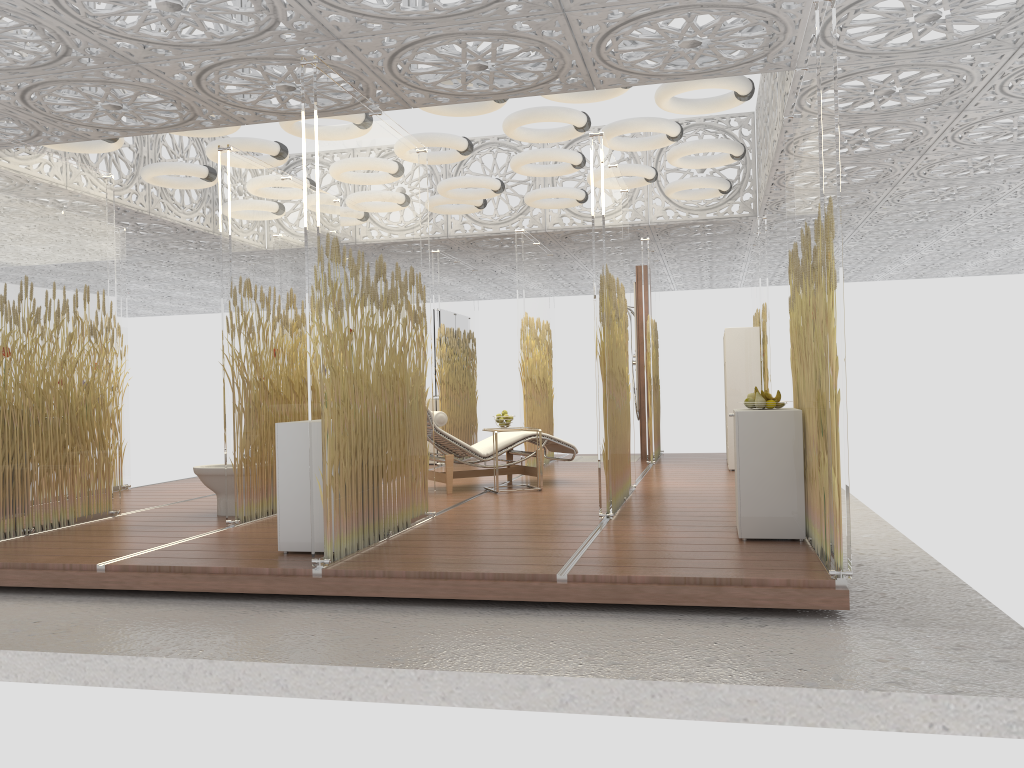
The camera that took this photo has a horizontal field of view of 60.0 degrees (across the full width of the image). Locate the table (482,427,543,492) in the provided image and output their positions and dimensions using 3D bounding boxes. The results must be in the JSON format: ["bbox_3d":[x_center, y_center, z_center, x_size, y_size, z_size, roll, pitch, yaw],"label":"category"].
[{"bbox_3d":[0.001,0.660,7.844,0.420,0.535,0.420,-1,-1,-17],"label":"table"}]

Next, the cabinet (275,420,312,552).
[{"bbox_3d":[-1.069,0.569,5.175,0.358,0.712,0.595,-2,-1,13],"label":"cabinet"}]

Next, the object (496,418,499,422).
[{"bbox_3d":[-0.124,0.321,7.856,0.040,0.040,0.039,-1,-1,4],"label":"object"}]

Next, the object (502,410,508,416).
[{"bbox_3d":[-0.065,0.258,7.871,0.055,0.056,0.055,-2,-1,13],"label":"object"}]

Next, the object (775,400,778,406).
[{"bbox_3d":[1.544,0.101,5.269,0.030,0.090,0.195,-1,-1,-3],"label":"object"}]

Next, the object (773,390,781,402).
[{"bbox_3d":[1.566,0.075,5.277,0.051,0.079,0.186,-1,-1,-9],"label":"object"}]

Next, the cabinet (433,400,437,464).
[{"bbox_3d":[-1.076,0.593,11.250,0.549,0.782,0.643,-2,-1,13],"label":"cabinet"}]

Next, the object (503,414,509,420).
[{"bbox_3d":[-0.052,0.294,7.835,0.055,0.054,0.050,-1,-1,-18],"label":"object"}]

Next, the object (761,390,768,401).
[{"bbox_3d":[1.507,0.076,5.270,0.032,0.085,0.186,-2,-1,24],"label":"object"}]

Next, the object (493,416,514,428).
[{"bbox_3d":[-0.069,0.338,7.877,0.206,0.105,0.206,-1,-1,-32],"label":"object"}]

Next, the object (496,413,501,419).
[{"bbox_3d":[-0.117,0.283,7.839,0.047,0.045,0.047,-2,-1,13],"label":"object"}]

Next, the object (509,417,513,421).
[{"bbox_3d":[-0.015,0.306,7.876,0.055,0.048,0.054,-1,-1,6],"label":"object"}]

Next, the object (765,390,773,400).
[{"bbox_3d":[1.522,0.067,5.252,0.045,0.064,0.202,-2,-1,16],"label":"object"}]

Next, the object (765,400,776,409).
[{"bbox_3d":[1.508,0.120,5.174,0.055,0.055,0.066,-1,-1,-29],"label":"object"}]

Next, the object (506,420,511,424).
[{"bbox_3d":[-0.032,0.335,7.838,0.045,0.042,0.045,-1,-1,7],"label":"object"}]

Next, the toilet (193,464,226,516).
[{"bbox_3d":[-2.118,0.741,6.743,0.611,0.506,0.401,-2,-1,13],"label":"toilet"}]

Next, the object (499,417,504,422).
[{"bbox_3d":[-0.094,0.317,7.824,0.047,0.045,0.047,-2,-1,17],"label":"object"}]

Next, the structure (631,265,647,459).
[{"bbox_3d":[1.456,-0.265,11.125,0.624,2.402,0.433,-1,-1,-1],"label":"structure"}]

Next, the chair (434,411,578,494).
[{"bbox_3d":[-0.287,0.546,8.176,1.787,0.811,0.635,-1,-1,-27],"label":"chair"}]

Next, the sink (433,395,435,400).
[{"bbox_3d":[-1.068,0.225,11.252,0.499,0.266,0.573,-2,-1,16],"label":"sink"}]

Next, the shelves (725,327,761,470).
[{"bbox_3d":[2.423,0.148,9.281,0.344,1.460,0.366,-2,-1,13],"label":"shelves"}]

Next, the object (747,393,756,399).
[{"bbox_3d":[1.456,0.088,5.344,0.077,0.067,0.078,-2,-1,14],"label":"object"}]

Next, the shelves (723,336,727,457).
[{"bbox_3d":[2.735,0.154,10.653,0.344,1.460,0.366,-2,-1,13],"label":"shelves"}]

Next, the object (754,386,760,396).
[{"bbox_3d":[1.474,0.055,5.280,0.035,0.084,0.200,-2,-1,35],"label":"object"}]

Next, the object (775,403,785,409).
[{"bbox_3d":[1.574,0.100,5.280,0.035,0.092,0.194,-1,-1,-18],"label":"object"}]

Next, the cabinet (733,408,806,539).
[{"bbox_3d":[1.502,0.506,5.220,0.358,0.712,0.595,-2,-1,13],"label":"cabinet"}]

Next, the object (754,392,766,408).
[{"bbox_3d":[1.448,0.093,5.174,0.064,0.097,0.064,-1,-1,4],"label":"object"}]

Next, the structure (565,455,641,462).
[{"bbox_3d":[1.177,0.964,11.259,0.879,0.039,1.053,-2,-1,13],"label":"structure"}]

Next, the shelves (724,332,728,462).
[{"bbox_3d":[2.579,0.151,9.967,0.344,1.460,0.366,-2,-1,13],"label":"shelves"}]

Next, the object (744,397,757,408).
[{"bbox_3d":[1.408,0.111,5.236,0.066,0.065,0.091,-2,-1,28],"label":"object"}]
